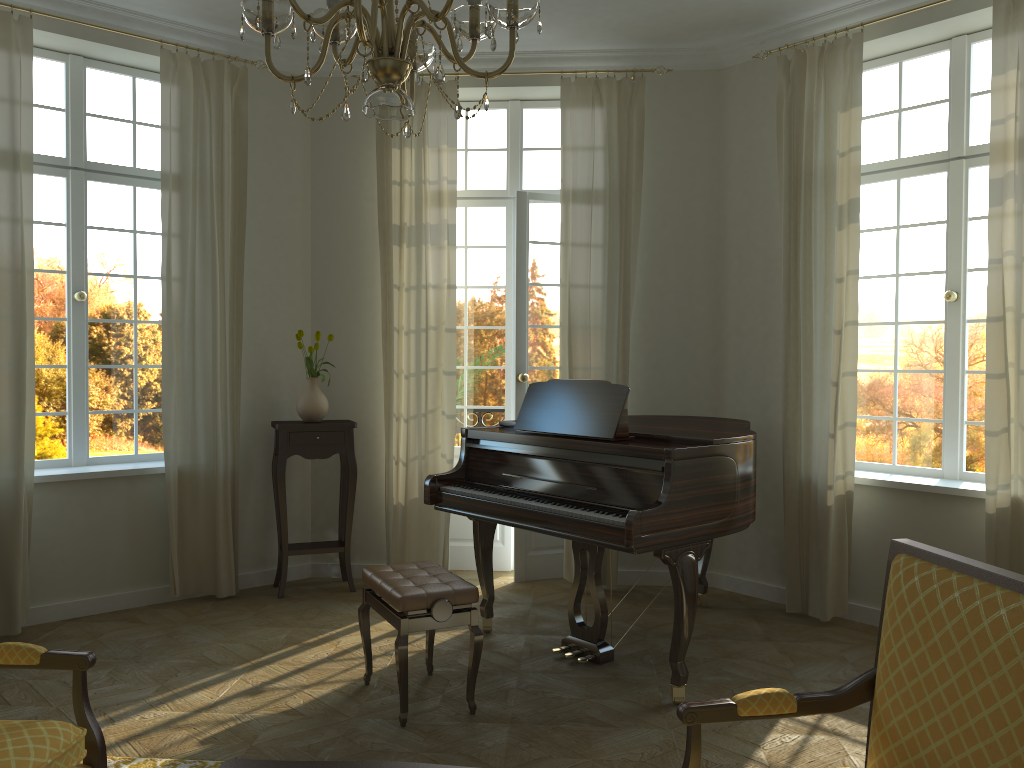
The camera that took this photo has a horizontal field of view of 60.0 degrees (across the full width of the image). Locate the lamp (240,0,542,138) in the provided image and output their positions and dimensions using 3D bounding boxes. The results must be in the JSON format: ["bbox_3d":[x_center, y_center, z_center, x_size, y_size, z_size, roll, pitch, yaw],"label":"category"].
[{"bbox_3d":[-0.302,-1.394,2.183,0.661,1.466,0.662,0,2,-26],"label":"lamp"}]

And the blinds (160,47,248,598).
[{"bbox_3d":[-1.928,-0.337,5.565,0.552,3.381,0.159,-1,2,-38],"label":"blinds"}]

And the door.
[{"bbox_3d":[-0.003,0.022,6.238,1.385,2.690,0.425,0,2,5],"label":"door"}]

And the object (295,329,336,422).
[{"bbox_3d":[-1.315,-0.053,5.872,0.242,0.609,0.264,1,2,29],"label":"object"}]

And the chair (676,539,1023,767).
[{"bbox_3d":[0.735,0.942,1.874,0.671,1.083,0.730,0,2,-11],"label":"chair"}]

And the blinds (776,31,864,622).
[{"bbox_3d":[1.772,-0.310,5.239,0.162,3.384,0.554,-1,2,-35],"label":"blinds"}]

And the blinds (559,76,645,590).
[{"bbox_3d":[0.589,-0.333,5.857,0.554,3.386,0.162,0,2,-1],"label":"blinds"}]

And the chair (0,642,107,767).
[{"bbox_3d":[-1.505,0.930,1.862,0.680,1.083,1.389,0,2,4],"label":"chair"}]

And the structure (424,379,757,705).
[{"bbox_3d":[0.714,0.689,4.829,1.856,1.439,1.514,-1,2,-41],"label":"structure"}]

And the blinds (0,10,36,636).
[{"bbox_3d":[-2.839,-0.321,4.718,0.554,3.385,0.162,-1,2,-35],"label":"blinds"}]

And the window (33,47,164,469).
[{"bbox_3d":[-2.683,-0.753,5.481,1.400,2.550,0.181,-1,2,-41],"label":"window"}]

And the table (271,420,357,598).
[{"bbox_3d":[-1.318,0.808,5.898,0.522,1.114,0.344,0,2,-21],"label":"table"}]

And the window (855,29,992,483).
[{"bbox_3d":[2.541,-0.714,5.084,0.181,2.550,1.400,-1,2,-41],"label":"window"}]

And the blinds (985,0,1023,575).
[{"bbox_3d":[2.620,-0.280,4.329,0.159,3.381,0.552,-1,2,-38],"label":"blinds"}]

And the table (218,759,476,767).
[{"bbox_3d":[-0.339,1.236,1.844,0.922,0.494,0.932,0,2,6],"label":"table"}]

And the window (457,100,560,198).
[{"bbox_3d":[0.020,-1.687,6.377,1.380,0.680,0.055,0,2,4],"label":"window"}]

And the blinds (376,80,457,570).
[{"bbox_3d":[-0.647,-0.339,6.001,0.552,3.386,0.159,0,2,1],"label":"blinds"}]

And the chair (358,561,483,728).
[{"bbox_3d":[-0.426,1.143,4.008,0.385,0.563,0.638,0,2,-26],"label":"chair"}]
